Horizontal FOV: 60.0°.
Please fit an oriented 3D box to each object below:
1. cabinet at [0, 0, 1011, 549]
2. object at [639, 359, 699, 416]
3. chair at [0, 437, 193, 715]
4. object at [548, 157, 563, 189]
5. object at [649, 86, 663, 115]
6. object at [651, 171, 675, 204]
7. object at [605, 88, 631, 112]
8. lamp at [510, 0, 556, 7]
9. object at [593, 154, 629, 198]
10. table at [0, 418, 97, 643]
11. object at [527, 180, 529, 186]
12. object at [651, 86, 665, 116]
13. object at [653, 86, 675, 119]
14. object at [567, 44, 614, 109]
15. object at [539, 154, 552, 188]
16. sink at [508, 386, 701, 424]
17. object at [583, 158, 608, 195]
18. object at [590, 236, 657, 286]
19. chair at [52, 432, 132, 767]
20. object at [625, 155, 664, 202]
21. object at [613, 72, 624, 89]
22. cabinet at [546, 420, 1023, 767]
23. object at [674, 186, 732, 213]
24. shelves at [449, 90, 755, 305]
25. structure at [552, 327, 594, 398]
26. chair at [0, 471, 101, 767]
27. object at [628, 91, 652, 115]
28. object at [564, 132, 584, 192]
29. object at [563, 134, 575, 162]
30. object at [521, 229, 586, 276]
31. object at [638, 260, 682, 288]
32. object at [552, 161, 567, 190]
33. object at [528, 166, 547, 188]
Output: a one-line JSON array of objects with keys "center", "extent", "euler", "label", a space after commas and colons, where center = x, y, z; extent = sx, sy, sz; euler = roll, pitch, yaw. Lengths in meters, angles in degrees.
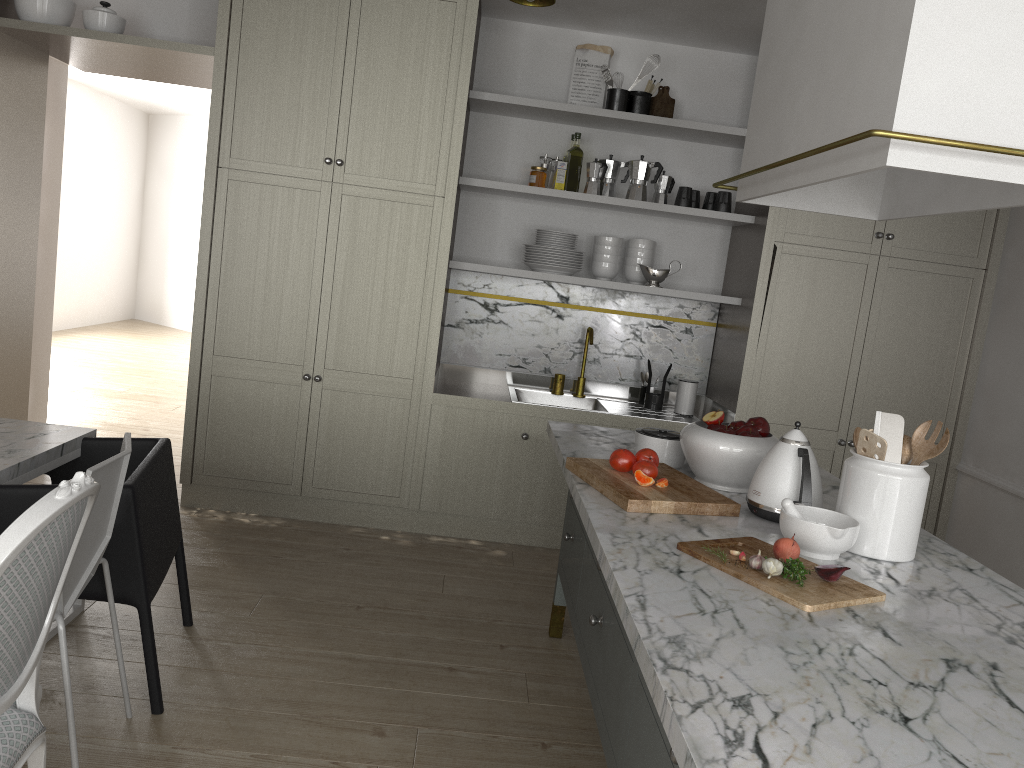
[{"center": [-0.618, -0.590, 4.249], "extent": [5.433, 2.377, 0.947], "euler": [7, 7, -3], "label": "cabinet"}, {"center": [0.727, 0.011, 4.213], "extent": [0.307, 0.229, 0.144], "euler": [14, 10, 40], "label": "object"}, {"center": [-1.203, 0.480, 2.420], "extent": [0.609, 0.597, 0.569], "euler": [6, 8, -13], "label": "chair"}, {"center": [0.204, -0.987, 4.193], "extent": [0.059, 0.172, 0.059], "euler": [11, 8, 23], "label": "object"}, {"center": [0.685, -1.301, 4.147], "extent": [0.092, 0.185, 0.023], "euler": [8, 7, 7], "label": "object"}, {"center": [0.702, -0.912, 4.149], "extent": [0.087, 0.167, 0.138], "euler": [10, 8, 21], "label": "object"}, {"center": [0.482, -1.283, 4.063], "extent": [0.108, 0.118, 0.108], "euler": [6, 8, -12], "label": "object"}, {"center": [0.077, -1.534, 3.397], "extent": [0.197, 0.130, 0.197], "euler": [12, 9, 32], "label": "lamp"}, {"center": [0.463, -0.967, 4.154], "extent": [0.175, 0.212, 0.111], "euler": [12, 9, 33], "label": "object"}, {"center": [-1.707, 0.491, 1.847], "extent": [0.870, 0.583, 1.781], "euler": [7, 7, -3], "label": "table"}, {"center": [0.095, -0.956, 4.194], "extent": [0.046, 0.084, 0.046], "euler": [11, 8, 23], "label": "object"}, {"center": [0.701, -1.296, 4.130], "extent": [0.092, 0.183, 0.038], "euler": [8, 7, 7], "label": "object"}, {"center": [0.709, -1.294, 4.123], "extent": [0.092, 0.183, 0.038], "euler": [8, 7, 7], "label": "object"}, {"center": [0.365, -1.415, 4.146], "extent": [0.183, 0.327, 0.074], "euler": [8, 7, 6], "label": "object"}, {"center": [0.149, -0.989, 4.156], "extent": [0.059, 0.172, 0.059], "euler": [3, 9, -30], "label": "object"}, {"center": [0.413, 0.182, 4.161], "extent": [0.877, 0.174, 0.475], "euler": [7, 7, -3], "label": "sink"}, {"center": [0.372, -0.936, 4.007], "extent": [0.087, 0.167, 0.138], "euler": [6, 7, -7], "label": "object"}, {"center": [0.530, -0.595, 4.250], "extent": [0.309, 0.216, 0.149], "euler": [6, 8, -10], "label": "object"}, {"center": [-1.069, 0.488, 1.907], "extent": [0.439, 0.745, 0.470], "euler": [6, 8, -13], "label": "chair"}, {"center": [0.588, -0.936, 4.040], "extent": [0.111, 0.212, 0.175], "euler": [3, 9, -32], "label": "object"}, {"center": [0.497, -1.376, 4.112], "extent": [0.050, 0.148, 0.085], "euler": [3, 9, -31], "label": "object"}, {"center": [0.551, 0.693, 1.987], "extent": [0.870, 0.721, 2.360], "euler": [7, 7, -3], "label": "cabinet"}, {"center": [0.887, -0.850, 4.125], "extent": [0.264, 0.098, 0.173], "euler": [8, 7, 5], "label": "object"}, {"center": [0.424, -0.846, 4.137], "extent": [1.339, 0.775, 0.352], "euler": [7, 7, -3], "label": "shelves"}, {"center": [0.293, -0.108, 4.261], "extent": [0.167, 0.347, 0.195], "euler": [8, 7, 5], "label": "structure"}, {"center": [-0.961, 0.515, 1.429], "extent": [0.505, 0.833, 0.480], "euler": [7, 7, -6], "label": "chair"}, {"center": [0.585, -1.280, 4.109], "extent": [0.112, 0.128, 0.112], "euler": [5, 8, -19], "label": "object"}, {"center": [0.282, -1.020, 4.101], "extent": [0.082, 0.282, 0.089], "euler": [6, 8, -8], "label": "object"}, {"center": [0.277, -1.032, 4.182], "extent": [0.066, 0.282, 0.066], "euler": [6, 8, -13], "label": "object"}, {"center": [0.196, -0.612, 4.134], "extent": [0.306, 0.195, 0.300], "euler": [7, 7, -7], "label": "object"}, {"center": [0.679, -0.516, 4.118], "extent": [0.210, 0.135, 0.102], "euler": [6, 8, -11], "label": "object"}, {"center": [0.220, -0.960, 4.129], "extent": [0.044, 0.141, 0.077], "euler": [6, 8, -8], "label": "object"}, {"center": [0.119, -0.949, 4.096], "extent": [0.078, 0.101, 0.078], "euler": [14, 10, 42], "label": "object"}]
